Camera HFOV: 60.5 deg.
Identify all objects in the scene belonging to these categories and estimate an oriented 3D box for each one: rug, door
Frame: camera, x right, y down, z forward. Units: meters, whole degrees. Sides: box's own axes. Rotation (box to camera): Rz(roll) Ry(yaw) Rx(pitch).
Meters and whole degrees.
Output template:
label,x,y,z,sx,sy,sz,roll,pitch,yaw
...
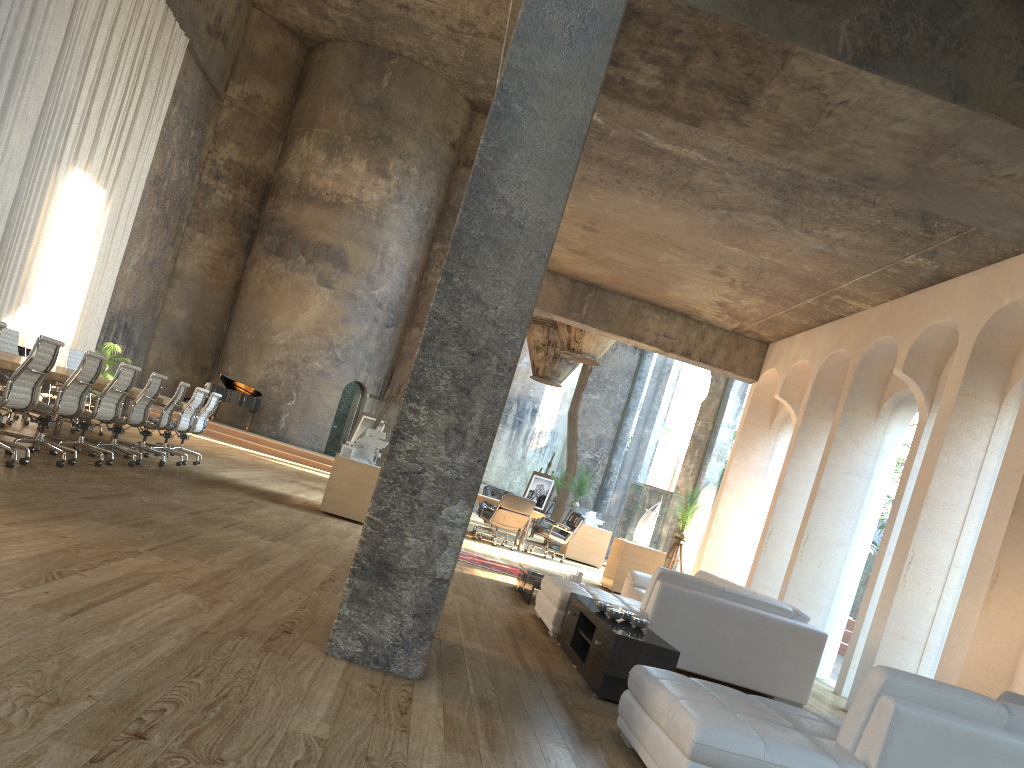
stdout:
label,x,y,z,sx,sy,sz,roll,pitch,yaw
rug,0.250,2.341,10.695,2.471,0.009,1.347,18,-7,-5
door,-4.856,1.005,25.460,0.090,2.294,0.921,18,0,44

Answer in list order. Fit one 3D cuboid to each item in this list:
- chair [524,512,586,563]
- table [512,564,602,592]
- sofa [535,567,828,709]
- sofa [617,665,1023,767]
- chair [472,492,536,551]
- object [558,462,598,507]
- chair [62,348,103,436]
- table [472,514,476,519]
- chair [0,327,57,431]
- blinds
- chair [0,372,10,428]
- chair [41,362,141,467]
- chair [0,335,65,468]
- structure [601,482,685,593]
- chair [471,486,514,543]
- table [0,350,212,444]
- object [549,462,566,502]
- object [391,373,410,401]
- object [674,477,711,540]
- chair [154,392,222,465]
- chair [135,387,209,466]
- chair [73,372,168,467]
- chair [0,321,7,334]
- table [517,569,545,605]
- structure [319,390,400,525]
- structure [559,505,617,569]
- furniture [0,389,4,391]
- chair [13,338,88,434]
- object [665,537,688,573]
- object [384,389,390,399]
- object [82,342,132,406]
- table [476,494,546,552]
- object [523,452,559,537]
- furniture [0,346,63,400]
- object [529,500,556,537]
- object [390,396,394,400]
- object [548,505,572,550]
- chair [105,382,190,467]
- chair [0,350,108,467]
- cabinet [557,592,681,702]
label,x,y,z,sx,sy,sz,roll,pitch,yaw
chair,0.702,2.533,14.974,0.827,0.891,0.727,18,-2,-10
table,0.464,2.063,8.832,0.863,0.246,0.370,18,-4,-5
sofa,1.199,1.924,7.889,2.071,0.720,2.931,17,-6,-4
sofa,1.582,1.541,3.705,2.076,0.720,1.071,18,-4,-6
chair,-0.169,2.173,14.193,0.743,0.891,0.809,18,-3,-31
object,1.314,2.018,17.729,0.860,0.939,0.689,17,-2,-2
chair,-3.040,0.980,12.086,12.993,1.029,31.538,17,-7,-4
table,-1.501,2.759,21.004,1.878,0.545,0.941,18,-5,-5
chair,-5.576,-0.053,10.007,0.699,1.024,0.667,17,-1,1
blinds,-8.378,-4.185,16.512,0.276,8.630,7.833,17,-2,-2
chair,-5.492,-0.134,9.112,0.697,1.024,0.668,17,-1,4
chair,-4.092,0.218,8.472,0.697,1.024,0.668,17,-1,4
chair,-3.922,0.053,6.664,0.700,1.024,0.666,17,-1,-1
structure,1.800,2.202,12.254,0.596,1.545,0.741,17,-1,-4
chair,-0.298,2.307,15.637,0.732,0.891,0.822,17,-3,-4
table,-4.872,0.162,8.859,1.606,0.756,7.723,17,-6,-4
object,1.110,2.249,20.180,0.681,0.938,0.871,17,-3,16
object,-1.874,0.743,11.833,0.687,2.144,0.699,17,0,-6
object,2.556,1.806,12.786,0.694,0.938,0.854,17,-3,-14
chair,-4.447,0.530,11.987,0.699,1.024,0.667,17,-1,1
chair,-4.335,0.462,11.130,0.697,1.024,0.668,17,-1,4
chair,-4.169,0.299,9.349,0.699,1.024,0.667,17,-1,1
chair,-3.838,-0.034,5.720,0.699,1.024,0.667,17,-1,1
table,0.492,2.050,8.465,0.793,0.202,1.111,17,-6,-4
structure,-1.852,0.928,10.952,0.596,1.545,0.741,17,-1,-4
structure,1.425,2.896,16.689,0.738,1.013,0.743,17,-2,-5
furniture,-8.241,-0.350,13.548,0.710,0.839,1.873,17,-5,-4
chair,-5.661,0.031,10.920,0.700,1.024,0.666,17,-1,-1
object,2.220,2.695,12.787,0.672,0.971,0.560,18,-2,-40
object,-2.775,1.066,16.842,0.690,2.144,0.695,17,0,27
object,-9.030,-0.209,19.396,1.102,1.455,1.121,17,-2,-14
table,-0.744,2.172,14.830,2.419,0.699,1.105,18,-4,-5
object,0.663,2.651,21.283,0.691,2.144,0.694,17,0,24
furniture,-8.458,-0.132,15.925,0.710,0.839,1.873,17,-5,-4
object,0.889,3.172,20.174,0.663,0.971,0.567,17,-1,-11
object,-3.048,1.207,18.712,0.676,2.144,0.711,17,0,21
object,1.192,2.966,17.680,0.561,0.971,0.671,16,-2,32
chair,-4.249,0.386,10.278,0.702,1.024,0.664,17,-1,-5
chair,-4.008,0.137,7.578,0.699,1.024,0.667,17,-1,1
cabinet,0.600,1.642,5.514,0.397,0.368,1.563,17,-6,-4
